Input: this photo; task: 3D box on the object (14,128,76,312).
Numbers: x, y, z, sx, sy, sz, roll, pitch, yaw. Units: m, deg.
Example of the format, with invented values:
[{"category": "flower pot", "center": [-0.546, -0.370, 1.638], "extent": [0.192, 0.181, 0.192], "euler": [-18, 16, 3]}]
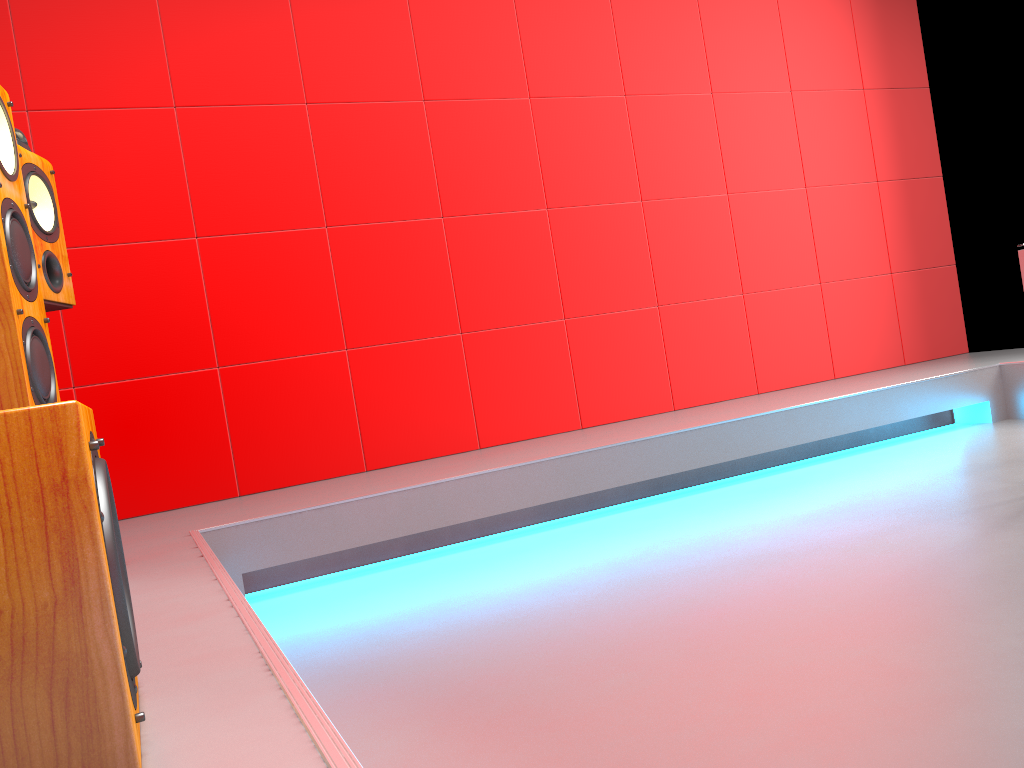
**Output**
[{"category": "object", "center": [-1.152, -0.060, 2.058], "extent": [0.265, 1.058, 0.231], "euler": [-9, 1, -4]}]

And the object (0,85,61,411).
[{"category": "object", "center": [-0.954, -0.079, 1.546], "extent": [0.238, 1.052, 0.203], "euler": [-9, 1, -14]}]

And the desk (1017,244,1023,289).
[{"category": "desk", "center": [2.026, -0.124, 1.850], "extent": [0.594, 0.690, 1.617], "euler": [-10, 1, -24]}]

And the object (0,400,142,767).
[{"category": "object", "center": [-0.596, 0.226, 0.915], "extent": [0.360, 0.360, 0.360], "euler": [-10, 1, -24]}]
